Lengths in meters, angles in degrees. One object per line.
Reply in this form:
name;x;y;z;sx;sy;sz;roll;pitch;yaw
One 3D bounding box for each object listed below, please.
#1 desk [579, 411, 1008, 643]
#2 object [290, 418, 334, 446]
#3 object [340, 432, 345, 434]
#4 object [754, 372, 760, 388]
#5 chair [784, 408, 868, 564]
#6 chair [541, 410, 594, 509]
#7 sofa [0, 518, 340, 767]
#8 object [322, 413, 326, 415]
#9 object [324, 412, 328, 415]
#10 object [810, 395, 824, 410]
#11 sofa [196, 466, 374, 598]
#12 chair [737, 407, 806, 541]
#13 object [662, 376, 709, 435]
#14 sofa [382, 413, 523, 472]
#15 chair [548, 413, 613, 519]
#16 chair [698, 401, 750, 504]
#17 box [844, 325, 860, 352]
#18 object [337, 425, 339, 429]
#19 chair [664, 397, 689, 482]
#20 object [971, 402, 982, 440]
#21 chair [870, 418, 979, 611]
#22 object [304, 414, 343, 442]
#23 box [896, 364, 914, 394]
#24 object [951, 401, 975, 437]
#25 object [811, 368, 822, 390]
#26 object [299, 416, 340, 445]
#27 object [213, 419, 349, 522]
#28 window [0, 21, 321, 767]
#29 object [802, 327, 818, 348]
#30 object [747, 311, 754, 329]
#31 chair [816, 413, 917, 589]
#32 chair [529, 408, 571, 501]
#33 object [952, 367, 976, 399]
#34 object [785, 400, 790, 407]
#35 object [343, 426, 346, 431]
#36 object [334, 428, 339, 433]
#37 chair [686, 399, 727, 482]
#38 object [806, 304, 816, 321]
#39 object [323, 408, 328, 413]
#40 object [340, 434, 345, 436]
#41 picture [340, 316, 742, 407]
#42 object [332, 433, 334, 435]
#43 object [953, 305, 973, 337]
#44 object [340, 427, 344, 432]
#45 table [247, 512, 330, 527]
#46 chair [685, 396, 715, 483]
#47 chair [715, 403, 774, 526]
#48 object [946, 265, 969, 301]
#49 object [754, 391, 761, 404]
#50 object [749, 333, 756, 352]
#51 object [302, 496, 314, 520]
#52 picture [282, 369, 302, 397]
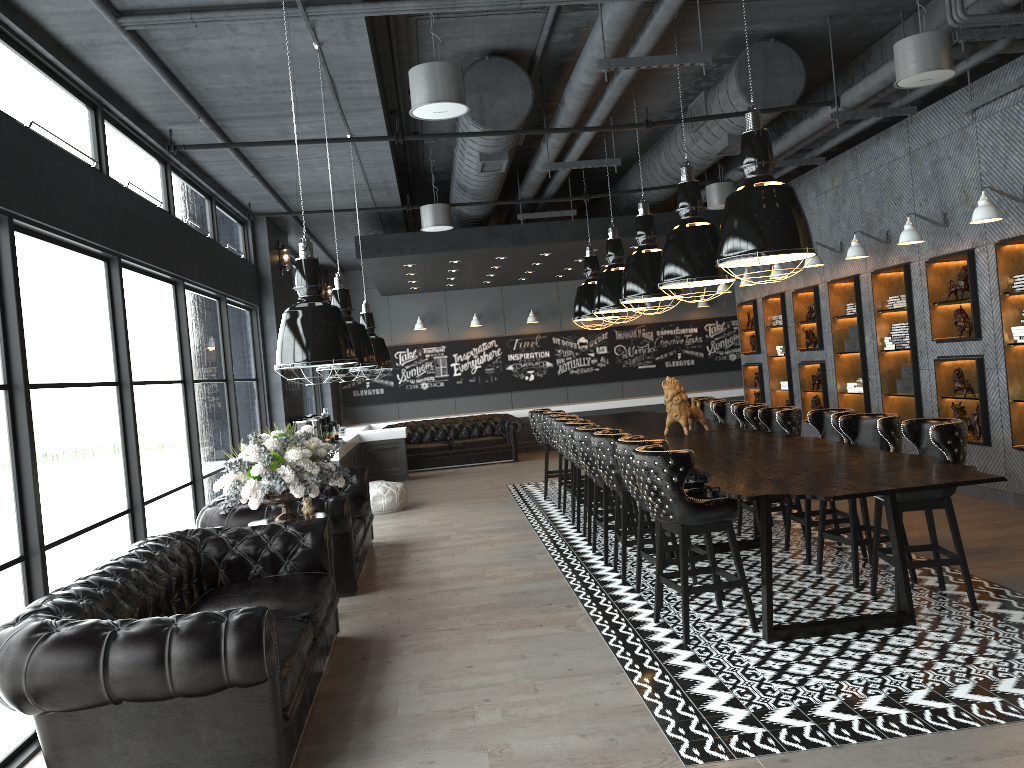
desk;1.514;0.910;7.897;1.433;0.927;7.595;-5;1;-5
object;-2.549;0.640;11.351;0.503;0.426;0.335;-5;1;-5
object;-2.646;0.739;13.806;0.074;0.073;0.074;-5;1;15
object;3.947;-0.070;14.052;0.253;0.249;0.126;-6;1;-30
chair;2.399;0.756;6.810;0.568;1.092;0.504;-5;1;-3
chair;0.664;0.850;10.264;0.568;1.092;0.504;-5;1;4
sofa;-1.634;1.300;4.633;1.239;0.838;2.566;-5;1;-6
object;-2.920;0.485;13.782;0.074;0.073;0.074;-5;1;15
object;-2.934;0.483;13.944;0.074;0.073;0.074;-5;1;15
object;4.094;0.338;11.838;0.177;0.388;0.338;-5;1;3
sofa;-1.919;1.265;7.893;1.239;0.838;2.566;-5;1;-6
chair;2.206;0.760;7.527;0.568;1.092;0.504;-5;1;-3
object;1.554;0.185;7.950;0.475;0.545;0.249;-6;1;-42
sofa;-1.101;1.038;15.863;2.566;0.838;1.239;-5;1;-6
chair;0.716;0.859;9.550;0.568;1.092;0.504;-5;1;-8
chair;2.165;0.736;8.970;0.568;1.092;0.504;-5;1;-10
box;4.218;-0.560;10.770;0.298;0.315;0.419;-5;1;-5
object;-2.742;0.685;13.880;0.074;0.073;0.074;-5;1;15
chair;1.969;0.714;11.095;0.568;1.092;0.504;-5;1;4
object;4.469;0.348;8.405;0.198;0.358;0.116;-5;1;25
chair;2.485;0.775;5.377;0.568;1.092;0.504;-5;1;4
object;-2.638;0.629;12.365;0.503;0.426;0.335;-5;1;-5
box;4.373;-0.056;9.662;0.323;0.315;0.419;-5;1;-5
object;4.415;0.352;8.660;0.168;0.359;0.266;-5;1;-12
object;4.084;-0.068;11.899;0.143;0.306;0.317;-5;1;-10
object;-2.594;0.634;11.866;0.503;0.426;0.335;-5;1;-5
object;-1.610;0.628;6.301;0.847;0.663;0.875;-5;1;26
window;-2.636;-0.068;5.468;0.120;3.729;20.796;-5;1;-5
object;4.015;-0.620;11.867;0.154;0.309;0.324;-5;1;0
object;3.776;-1.013;14.004;0.097;0.290;0.290;-5;1;-6
chair;2.416;0.768;6.093;0.568;1.092;0.504;-5;1;-13
chair;0.533;0.848;10.980;0.568;1.092;0.504;-5;1;4
object;4.336;-0.015;8.534;0.135;0.294;0.256;-5;1;3
object;4.139;0.346;12.946;0.314;0.251;0.157;-5;1;11
object;-2.669;0.710;14.050;0.074;0.073;0.074;-5;1;26
object;-2.732;0.720;13.798;0.074;0.073;0.074;-5;1;15
chair;2.103;0.729;9.672;0.568;1.092;0.504;-5;1;-15
object;4.002;-0.957;11.825;0.138;0.222;0.278;-5;1;-5
object;-2.947;0.421;14.025;0.074;0.073;0.074;-5;1;26
object;-2.642;0.774;13.806;0.074;0.073;0.074;-5;1;15
picture;2.848;-0.671;17.891;12.466;1.103;0.200;-5;1;-5
object;-2.811;0.755;13.792;0.074;0.073;0.074;-5;1;15
object;4.342;-0.591;8.476;0.159;0.338;0.242;-5;1;0
object;-2.648;0.713;13.806;0.074;0.073;0.074;-5;1;15
table;-1.550;1.319;6.279;0.573;0.726;0.572;-6;1;-42
chair;2.137;0.712;10.363;0.568;1.092;0.504;-5;1;-8
chair;2.160;0.750;8.287;0.568;1.092;0.504;-5;1;3
object;4.306;-0.975;8.529;0.152;0.325;0.292;-5;1;-7
object;3.932;0.286;14.031;0.170;0.362;0.269;-5;1;-12
object;3.848;-0.647;13.988;0.155;0.329;0.236;-5;1;0
object;-1.406;0.860;6.145;0.086;0.183;0.136;-5;1;2
picture;-2.966;-0.151;11.758;0.086;0.634;1.389;-5;1;-5
